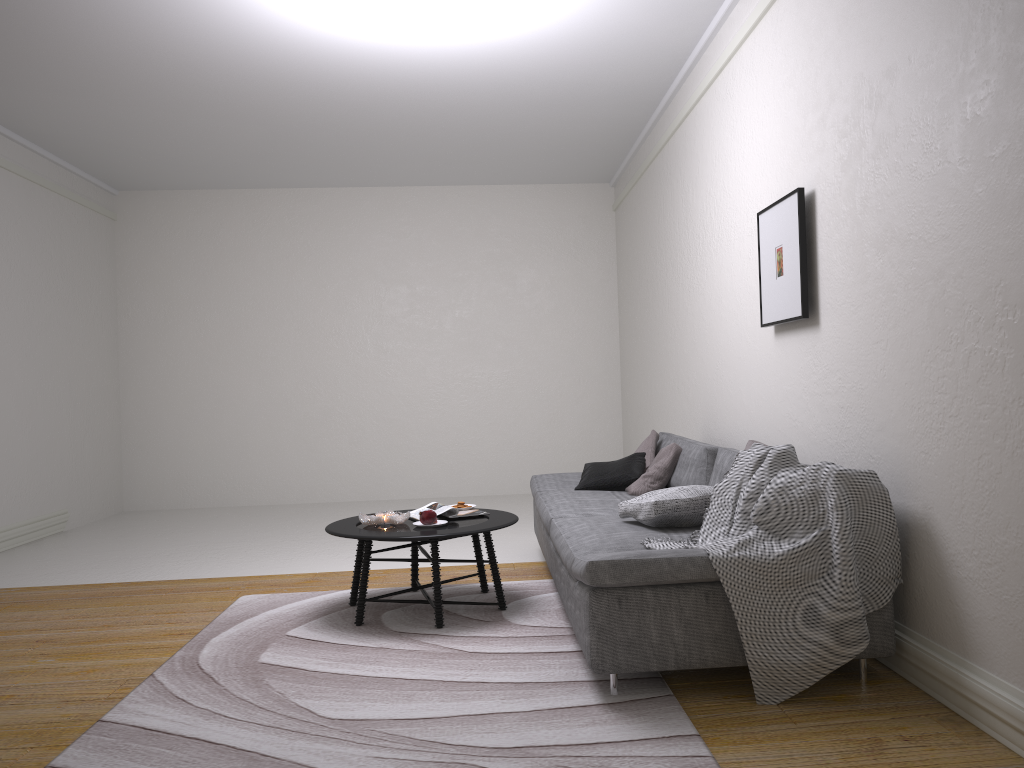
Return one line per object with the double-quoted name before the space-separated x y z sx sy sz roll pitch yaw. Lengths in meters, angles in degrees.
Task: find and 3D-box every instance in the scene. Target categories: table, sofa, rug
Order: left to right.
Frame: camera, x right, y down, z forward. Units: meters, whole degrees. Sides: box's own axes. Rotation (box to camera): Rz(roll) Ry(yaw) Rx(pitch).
"rug" -0.422 1.102 3.050 1.956 0.008 3.697 -2 0 -3
"table" -0.431 0.901 4.380 0.948 0.449 0.940 -2 0 -6
"sofa" 0.727 0.710 4.499 1.105 0.772 3.049 -2 0 -3

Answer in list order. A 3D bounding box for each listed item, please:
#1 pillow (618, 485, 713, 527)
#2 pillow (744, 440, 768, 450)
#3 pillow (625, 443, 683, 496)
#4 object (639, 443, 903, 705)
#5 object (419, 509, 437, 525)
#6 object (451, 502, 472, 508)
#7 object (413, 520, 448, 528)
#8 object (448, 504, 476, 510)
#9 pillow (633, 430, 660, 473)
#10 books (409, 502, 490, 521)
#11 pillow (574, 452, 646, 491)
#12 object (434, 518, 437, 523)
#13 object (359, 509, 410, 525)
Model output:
"pillow" 0.722 0.546 3.950 0.410 0.194 0.400 -2 0 -17
"pillow" 0.941 0.428 3.502 0.242 0.390 0.425 -2 0 -2
"pillow" 0.828 0.501 5.251 0.339 0.318 0.421 -2 0 -3
"object" 0.865 0.666 3.235 0.632 0.866 0.866 -2 0 -38
"object" -0.398 0.640 4.257 0.108 0.082 0.090 -2 0 31
"object" -0.275 0.649 4.746 0.122 0.036 0.117 -2 0 -42
"object" -0.394 0.675 4.269 0.164 0.015 0.171 -2 0 42
"object" -0.275 0.662 4.744 0.170 0.015 0.165 -2 0 -21
"pillow" 0.796 0.523 5.685 0.348 0.448 0.484 -2 0 18
"books" -0.345 0.650 4.597 0.378 0.048 0.300 -2 0 -25
"pillow" 0.610 0.566 5.420 0.416 0.268 0.406 -2 0 17
"object" -0.383 0.662 4.323 0.036 0.036 0.044 -2 0 6
"object" -0.629 0.661 4.379 0.252 0.062 0.255 -2 0 4
